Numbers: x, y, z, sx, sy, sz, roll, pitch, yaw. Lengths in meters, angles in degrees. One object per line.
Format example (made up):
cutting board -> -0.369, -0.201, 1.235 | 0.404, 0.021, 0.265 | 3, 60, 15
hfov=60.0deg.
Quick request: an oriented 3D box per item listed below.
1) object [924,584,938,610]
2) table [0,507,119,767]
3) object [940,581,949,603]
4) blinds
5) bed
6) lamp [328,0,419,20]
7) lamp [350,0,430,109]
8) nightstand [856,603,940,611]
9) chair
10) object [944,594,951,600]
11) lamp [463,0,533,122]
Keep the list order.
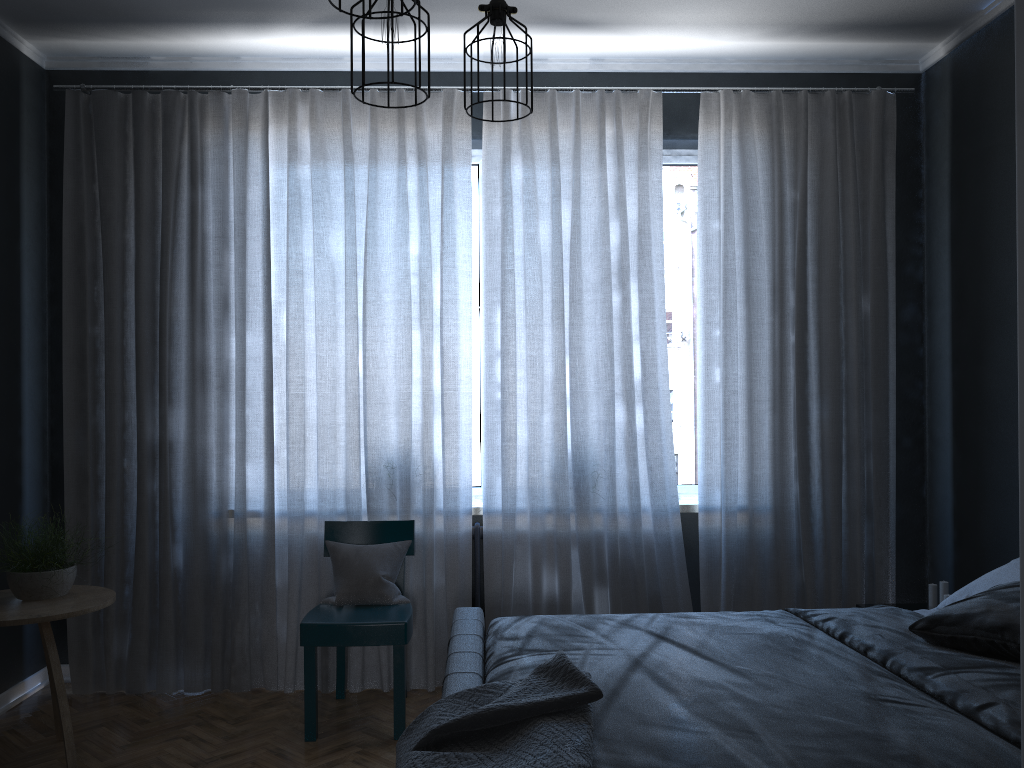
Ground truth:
object -> 1.818, 0.931, 3.828 | 0.074, 0.142, 0.074 | 0, 0, -37
table -> -1.765, 0.931, 3.326 | 0.594, 0.960, 0.730 | -1, -1, 12
object -> 1.819, 0.914, 3.732 | 0.074, 0.173, 0.074 | 0, 0, -37
blinds -> -0.092, 0.013, 4.184 | 3.992, 2.788, 0.312 | 0, 0, -2
bed -> 0.890, 0.791, 2.341 | 2.375, 1.161, 2.266 | 0, -1, -2
lamp -> -0.337, -1.272, 2.121 | 0.210, 0.714, 0.210 | 0, 0, 12
lamp -> -0.346, -1.214, 2.510 | 0.210, 0.804, 0.210 | 0, 0, 12
nightstand -> 1.816, 1.196, 3.748 | 0.456, 0.390, 0.650 | 0, -1, -2
chair -> -0.629, 1.009, 3.752 | 0.435, 0.798, 0.592 | 0, 0, -2
object -> 1.781, 0.928, 3.619 | 0.074, 0.142, 0.074 | 0, 0, -37
lamp -> -0.045, -1.239, 2.827 | 0.210, 0.747, 0.210 | 0, 0, 12
